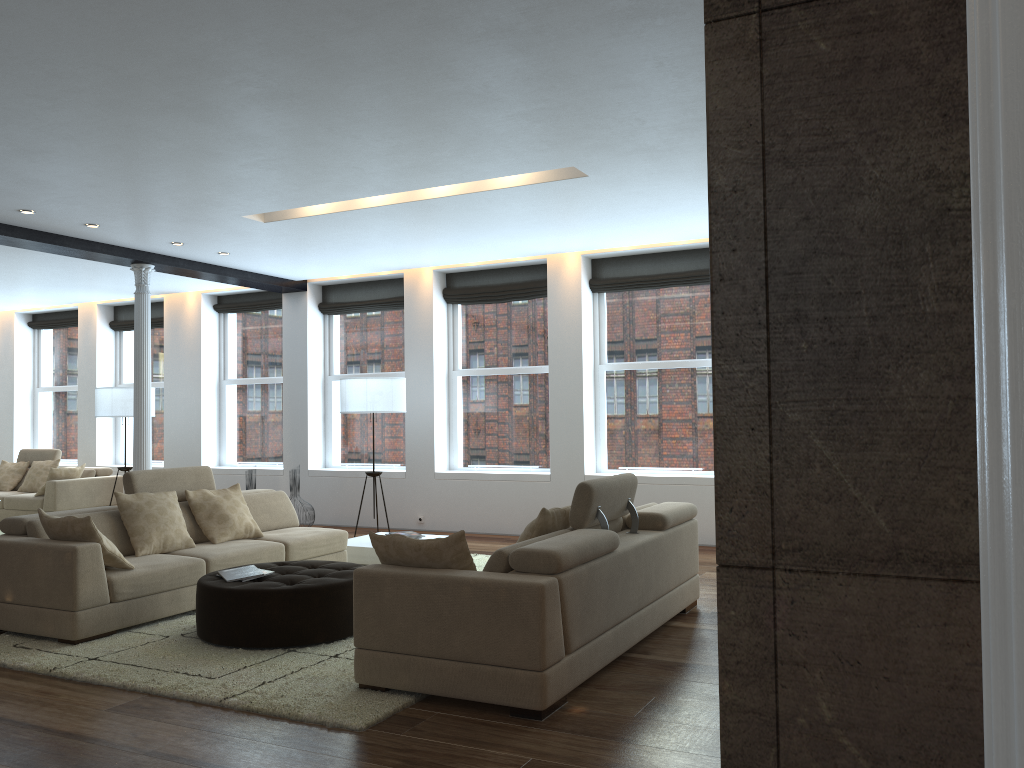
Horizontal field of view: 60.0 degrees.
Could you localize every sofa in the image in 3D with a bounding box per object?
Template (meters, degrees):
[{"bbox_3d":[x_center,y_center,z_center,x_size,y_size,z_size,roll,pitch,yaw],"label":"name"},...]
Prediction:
[{"bbox_3d":[-6.508,1.355,11.866,2.581,0.950,1.018,-2,-2,27],"label":"sofa"},{"bbox_3d":[-2.378,1.100,6.466,1.021,0.950,2.581,-2,-2,27],"label":"sofa"},{"bbox_3d":[0.254,1.014,5.143,1.021,0.950,2.581,-2,-2,27],"label":"sofa"}]

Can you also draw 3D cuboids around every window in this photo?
[{"bbox_3d":[-1.738,-0.071,10.979,1.432,2.400,0.123,-2,-2,27],"label":"window"},{"bbox_3d":[1.547,-0.177,9.328,1.443,2.400,0.123,-2,-2,27],"label":"window"},{"bbox_3d":[-3.356,-0.019,11.792,1.391,2.400,0.123,-2,-2,27],"label":"window"},{"bbox_3d":[-0.098,-0.124,10.155,1.442,2.400,0.123,-2,-2,27],"label":"window"},{"bbox_3d":[-6.806,0.093,13.526,1.444,2.400,0.123,-2,-2,27],"label":"window"},{"bbox_3d":[-5.203,0.041,12.721,1.345,2.400,0.123,-2,-2,27],"label":"window"}]

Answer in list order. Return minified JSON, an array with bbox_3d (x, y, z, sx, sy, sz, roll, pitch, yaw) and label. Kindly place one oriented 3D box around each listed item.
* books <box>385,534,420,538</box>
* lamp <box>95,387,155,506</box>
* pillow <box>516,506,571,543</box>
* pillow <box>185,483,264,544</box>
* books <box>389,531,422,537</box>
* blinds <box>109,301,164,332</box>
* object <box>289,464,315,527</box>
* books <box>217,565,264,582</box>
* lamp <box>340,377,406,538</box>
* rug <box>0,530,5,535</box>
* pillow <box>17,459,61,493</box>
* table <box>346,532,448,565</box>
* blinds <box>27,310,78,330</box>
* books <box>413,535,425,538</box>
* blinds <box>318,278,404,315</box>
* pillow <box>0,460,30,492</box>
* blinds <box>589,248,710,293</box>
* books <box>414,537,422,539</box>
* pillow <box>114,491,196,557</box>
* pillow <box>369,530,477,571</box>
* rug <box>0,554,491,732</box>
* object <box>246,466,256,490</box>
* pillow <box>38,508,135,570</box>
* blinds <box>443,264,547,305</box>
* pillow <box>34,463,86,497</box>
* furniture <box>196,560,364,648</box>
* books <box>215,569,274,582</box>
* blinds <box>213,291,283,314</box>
[{"bbox_3d":[-0.981,1.356,7.945,0.220,0.010,0.300,0,-2,-28],"label":"books"},{"bbox_3d":[-4.854,0.911,11.131,0.698,1.728,0.698,1,-3,-40],"label":"lamp"},{"bbox_3d":[0.150,0.878,4.915,0.301,0.439,0.534,-2,-2,23],"label":"pillow"},{"bbox_3d":[-2.214,0.990,6.801,0.368,0.416,0.519,-2,-2,31],"label":"pillow"},{"bbox_3d":[-0.959,1.347,7.958,0.220,0.010,0.300,0,-2,-23],"label":"books"},{"bbox_3d":[-5.246,-0.975,12.702,1.342,0.393,0.156,-2,-2,27],"label":"blinds"},{"bbox_3d":[-2.523,1.326,10.305,0.458,0.781,0.458,-2,-2,26],"label":"object"},{"bbox_3d":[-1.636,1.141,5.346,0.220,0.040,0.301,0,-2,-28],"label":"books"},{"bbox_3d":[-1.470,0.803,9.431,0.698,1.728,0.698,1,-3,-40],"label":"lamp"},{"bbox_3d":[-7.088,1.786,10.728,4.231,0.020,2.972,-2,-2,27],"label":"rug"},{"bbox_3d":[-6.277,1.218,11.768,0.534,0.439,0.301,-2,-2,23],"label":"pillow"},{"bbox_3d":[-1.085,1.511,8.095,0.900,0.170,0.900,-2,-2,27],"label":"table"},{"bbox_3d":[-6.847,-0.982,13.509,1.442,0.275,0.156,-2,-2,27],"label":"blinds"},{"bbox_3d":[-0.959,1.366,7.957,0.300,0.010,0.220,-3,-3,42],"label":"books"},{"bbox_3d":[-1.788,-1.086,10.947,1.431,0.395,0.183,-2,-2,27],"label":"blinds"},{"bbox_3d":[-6.841,1.246,12.036,0.519,0.416,0.368,-2,-2,22],"label":"pillow"},{"bbox_3d":[1.506,-1.193,9.309,1.442,0.393,0.156,-2,-2,27],"label":"blinds"},{"bbox_3d":[-0.981,1.376,7.945,0.220,0.010,0.300,1,-3,-38],"label":"books"},{"bbox_3d":[-2.506,0.964,6.250,0.301,0.439,0.534,-2,-2,30],"label":"pillow"},{"bbox_3d":[-0.404,0.887,4.342,0.518,0.393,0.395,-2,-2,23],"label":"pillow"},{"bbox_3d":[-1.004,1.537,6.243,2.972,0.020,4.231,-2,-2,27],"label":"rug"},{"bbox_3d":[-3.037,1.334,10.320,0.458,0.781,0.458,-2,-2,26],"label":"object"},{"bbox_3d":[-2.635,0.959,5.463,0.518,0.393,0.395,-2,-2,30],"label":"pillow"},{"bbox_3d":[-0.139,-1.133,10.135,1.439,0.424,0.156,-2,-2,27],"label":"blinds"},{"bbox_3d":[-5.705,1.212,11.213,0.395,0.393,0.518,-2,-2,23],"label":"pillow"},{"bbox_3d":[-1.383,1.327,5.452,1.057,0.355,1.057,-2,-2,29],"label":"furniture"},{"bbox_3d":[-1.614,1.149,5.359,0.300,0.031,0.219,-3,-3,42],"label":"books"},{"bbox_3d":[-3.400,-1.094,11.776,1.396,0.275,0.156,-2,-2,27],"label":"blinds"}]
